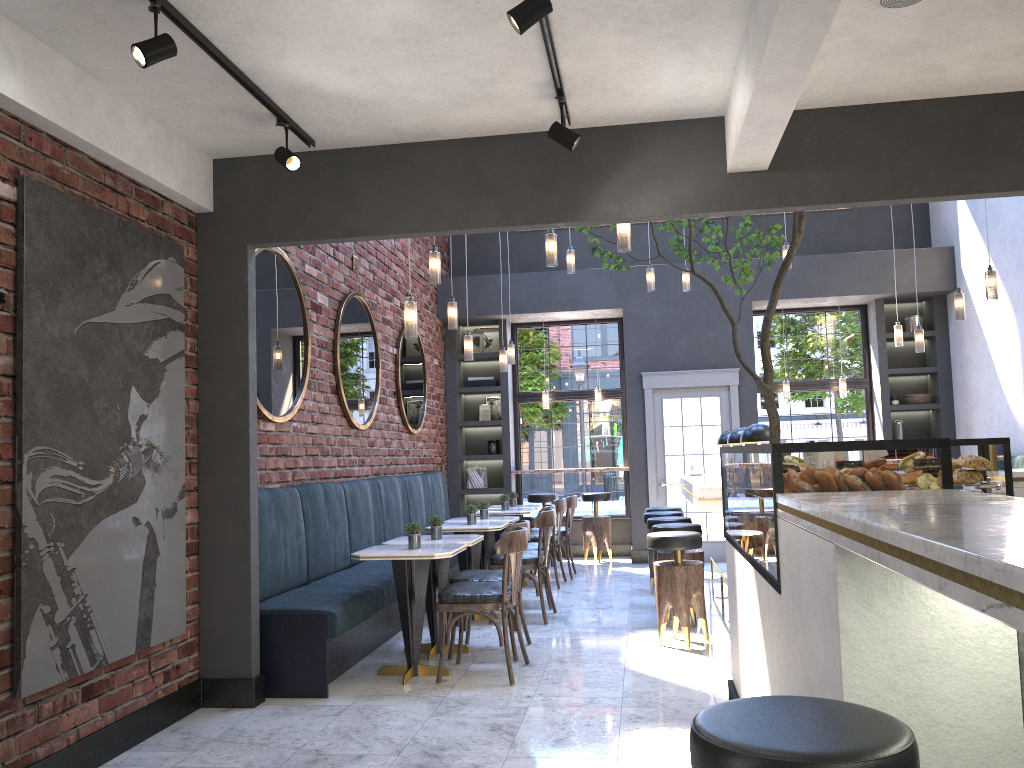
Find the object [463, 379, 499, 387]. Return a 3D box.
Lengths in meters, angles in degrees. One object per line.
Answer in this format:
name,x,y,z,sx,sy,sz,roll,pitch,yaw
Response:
object,-0.389,0.003,11.251,0.412,0.084,0.287,-3,-5,8

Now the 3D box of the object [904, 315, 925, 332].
object,4.806,-0.707,10.585,0.214,0.214,0.213,-3,-5,18

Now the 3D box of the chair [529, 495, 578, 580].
chair,0.445,1.616,9.391,0.521,0.850,0.497,-2,-4,7

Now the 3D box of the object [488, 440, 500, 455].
object,-0.229,0.798,11.166,0.152,0.181,0.152,2,-6,-44

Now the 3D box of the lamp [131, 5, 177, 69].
lamp,-1.291,-1.248,3.199,0.157,0.238,0.087,2,-6,-43

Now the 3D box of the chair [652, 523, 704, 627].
chair,1.253,1.425,6.656,0.372,0.737,0.371,-5,-5,35

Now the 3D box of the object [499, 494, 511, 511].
object,-0.071,1.187,8.915,0.118,0.165,0.123,-1,-4,-14

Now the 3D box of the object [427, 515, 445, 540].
object,-0.508,0.957,5.935,0.118,0.165,0.123,-1,-4,-14

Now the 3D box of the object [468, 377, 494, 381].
object,-0.394,-0.057,11.267,0.327,0.039,0.227,-2,-5,-2

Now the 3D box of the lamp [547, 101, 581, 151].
lamp,0.243,-1.216,4.187,0.157,0.238,0.088,-2,-4,2

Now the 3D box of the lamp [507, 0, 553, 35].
lamp,0.059,-1.307,3.009,0.157,0.238,0.088,-2,-4,2

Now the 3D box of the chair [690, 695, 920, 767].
chair,0.502,0.984,1.485,0.372,0.820,0.371,1,-5,-29

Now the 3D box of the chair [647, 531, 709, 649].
chair,1.108,1.374,5.967,0.370,0.737,0.372,2,-5,-38

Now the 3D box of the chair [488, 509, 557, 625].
chair,0.102,1.436,7.062,0.521,0.850,0.539,-3,-4,10

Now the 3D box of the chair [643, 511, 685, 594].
chair,1.391,1.534,8.039,0.370,0.737,0.372,-2,-4,-1

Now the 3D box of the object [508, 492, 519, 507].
object,0.013,1.231,9.490,0.118,0.165,0.123,-1,-4,-14

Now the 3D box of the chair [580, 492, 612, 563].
chair,1.022,1.720,10.673,0.372,0.820,0.371,1,-5,-29

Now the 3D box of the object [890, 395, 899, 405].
object,4.535,0.197,10.525,0.116,0.119,0.117,-1,-5,-15

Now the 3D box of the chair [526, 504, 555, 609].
chair,0.131,1.487,7.694,0.521,0.850,0.539,-2,-4,2

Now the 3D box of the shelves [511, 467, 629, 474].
shelves,2.193,1.012,10.823,4.403,0.043,0.384,-3,-5,8

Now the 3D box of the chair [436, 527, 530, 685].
chair,-0.156,1.300,5.304,0.521,0.850,0.539,-3,-4,10

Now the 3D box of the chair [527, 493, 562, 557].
chair,0.386,1.750,10.787,0.370,0.820,0.372,1,-5,-29

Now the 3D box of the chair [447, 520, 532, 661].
chair,-0.132,1.347,5.884,0.521,0.850,0.539,-3,-4,10

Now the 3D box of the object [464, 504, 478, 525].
object,-0.328,1.051,7.159,0.118,0.165,0.123,-1,-4,-14

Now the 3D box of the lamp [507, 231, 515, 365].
lamp,-0.071,-2.258,9.734,0.078,4.102,0.078,-1,-4,-7

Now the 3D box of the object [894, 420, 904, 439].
object,4.563,0.555,10.451,0.098,0.247,0.098,2,-6,-42

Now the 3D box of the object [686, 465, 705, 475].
object,1.791,0.838,8.643,0.176,0.098,0.204,-3,-5,13

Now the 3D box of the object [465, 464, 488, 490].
object,-0.446,1.162,11.187,0.250,0.323,0.241,-2,-4,8

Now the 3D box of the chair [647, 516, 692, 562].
chair,1.321,1.480,7.351,0.370,0.737,0.372,2,-5,-38

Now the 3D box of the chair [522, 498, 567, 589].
chair,0.294,1.575,8.829,0.521,0.850,0.539,-3,-4,10

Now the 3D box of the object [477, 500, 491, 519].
object,-0.244,1.096,7.733,0.118,0.165,0.123,-1,-4,-14

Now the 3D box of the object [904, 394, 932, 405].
object,4.812,0.185,10.510,0.305,0.123,0.305,-4,-5,29

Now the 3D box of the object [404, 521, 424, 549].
object,-0.592,0.913,5.361,0.118,0.165,0.123,-1,-4,-14

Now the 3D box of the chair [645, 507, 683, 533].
chair,1.514,1.588,8.738,0.370,0.737,0.372,2,-5,-38
